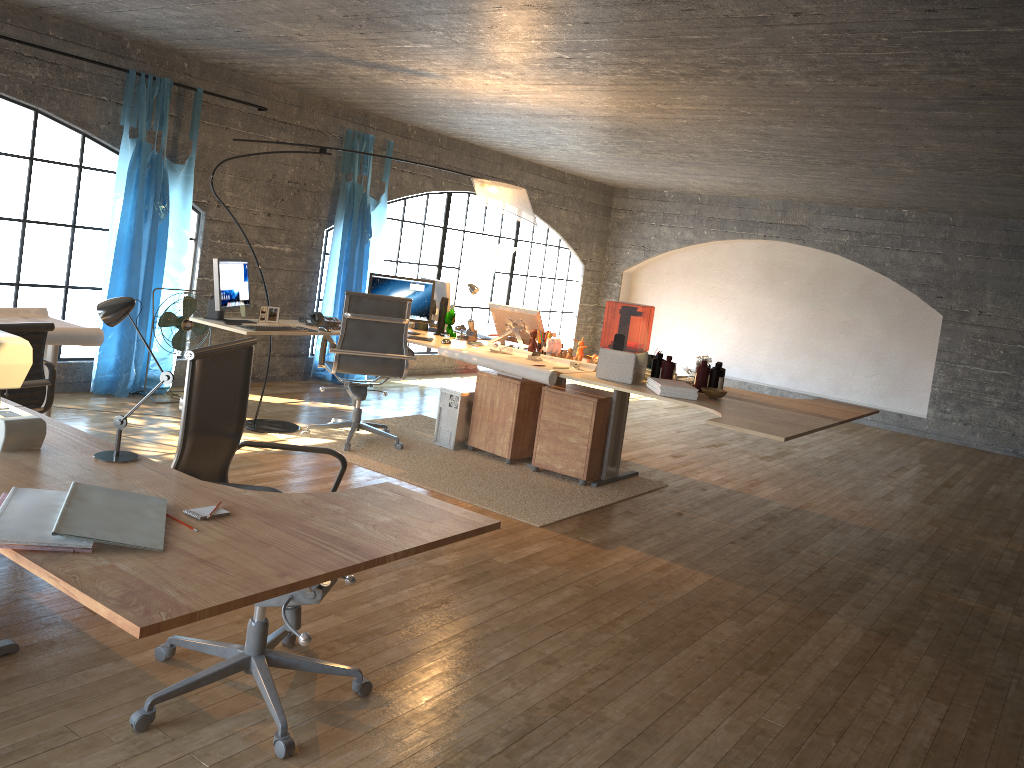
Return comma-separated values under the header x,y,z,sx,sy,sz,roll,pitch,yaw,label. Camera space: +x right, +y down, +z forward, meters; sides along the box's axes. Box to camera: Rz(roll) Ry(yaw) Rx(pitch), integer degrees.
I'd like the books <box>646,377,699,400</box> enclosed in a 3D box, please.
x,y,z,sx,sy,sz,roll,pitch,yaw,label
0.893,0.023,4.942,0.221,0.057,0.312,7,8,-5,books

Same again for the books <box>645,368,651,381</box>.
x,y,z,sx,sy,sz,roll,pitch,yaw,label
0.847,-0.062,5.475,0.231,0.069,0.178,15,10,42,books

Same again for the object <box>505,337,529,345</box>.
x,y,z,sx,sy,sz,roll,pitch,yaw,label
0.066,-0.234,6.980,0.298,0.240,0.371,6,7,-15,object

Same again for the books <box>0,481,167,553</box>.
x,y,z,sx,sy,sz,roll,pitch,yaw,label
-0.847,0.258,1.731,0.316,0.044,0.311,5,9,-21,books

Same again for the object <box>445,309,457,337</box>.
x,y,z,sx,sy,sz,roll,pitch,yaw,label
-0.449,-0.453,6.402,0.115,0.219,0.248,8,6,-6,object

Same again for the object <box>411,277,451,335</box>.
x,y,z,sx,sy,sz,roll,pitch,yaw,label
-0.583,-0.592,6.639,0.284,0.388,0.475,5,7,-31,object

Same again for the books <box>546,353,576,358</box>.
x,y,z,sx,sy,sz,roll,pitch,yaw,label
0.342,-0.204,6.165,0.216,0.012,0.331,11,9,20,books

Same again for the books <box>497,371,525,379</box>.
x,y,z,sx,sy,sz,roll,pitch,yaw,label
0.078,-0.109,6.083,0.222,0.109,0.309,13,9,35,books

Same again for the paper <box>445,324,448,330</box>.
x,y,z,sx,sy,sz,roll,pitch,yaw,label
-0.481,-0.432,6.536,0.019,0.074,0.079,6,6,-31,paper

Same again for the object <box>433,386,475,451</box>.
x,y,z,sx,sy,sz,roll,pitch,yaw,label
-0.297,0.236,6.255,0.202,0.409,0.479,11,7,39,object

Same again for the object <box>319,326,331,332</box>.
x,y,z,sx,sy,sz,roll,pitch,yaw,label
-1.199,-0.356,5.670,0.059,0.034,0.102,1,10,-45,object

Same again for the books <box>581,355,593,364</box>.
x,y,z,sx,sy,sz,roll,pitch,yaw,label
0.549,-0.159,5.909,0.290,0.054,0.263,6,8,-15,books

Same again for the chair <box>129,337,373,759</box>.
x,y,z,sx,sy,sz,roll,pitch,yaw,label
-0.701,0.407,2.604,0.685,1.010,0.657,8,4,3,chair

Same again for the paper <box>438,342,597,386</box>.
x,y,z,sx,sy,sz,roll,pitch,yaw,label
0.034,-0.138,5.557,0.859,0.113,0.581,13,10,34,paper

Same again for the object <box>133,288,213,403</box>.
x,y,z,sx,sy,sz,roll,pitch,yaw,label
-2.529,-0.317,6.582,0.586,0.798,0.489,12,6,39,object

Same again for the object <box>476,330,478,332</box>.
x,y,z,sx,sy,sz,roll,pitch,yaw,label
-0.267,-0.355,6.394,0.035,0.078,0.099,7,6,-9,object

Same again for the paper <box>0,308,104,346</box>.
x,y,z,sx,sy,sz,roll,pitch,yaw,label
-2.450,-0.270,4.088,0.587,0.113,0.851,13,10,34,paper

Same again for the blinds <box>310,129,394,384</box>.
x,y,z,sx,sy,sz,roll,pitch,yaw,label
-1.392,-1.088,8.174,0.263,2.406,0.855,11,4,42,blinds

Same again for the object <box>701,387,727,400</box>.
x,y,z,sx,sy,sz,roll,pitch,yaw,label
1.135,0.058,4.969,0.147,0.054,0.147,9,8,10,object

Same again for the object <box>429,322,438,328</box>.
x,y,z,sx,sy,sz,roll,pitch,yaw,label
-0.576,-0.465,6.936,0.134,0.056,0.156,2,10,-40,object

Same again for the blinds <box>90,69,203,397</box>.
x,y,z,sx,sy,sz,roll,pitch,yaw,label
-2.619,-1.063,6.403,0.259,2.285,0.666,10,4,29,blinds

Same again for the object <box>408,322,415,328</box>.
x,y,z,sx,sy,sz,roll,pitch,yaw,label
-0.751,-0.450,6.728,0.206,0.036,0.204,13,9,32,object

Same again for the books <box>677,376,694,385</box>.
x,y,z,sx,sy,sz,roll,pitch,yaw,label
1.064,-0.039,5.611,0.321,0.044,0.307,14,10,38,books

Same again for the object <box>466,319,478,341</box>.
x,y,z,sx,sy,sz,roll,pitch,yaw,label
-0.289,-0.387,6.311,0.083,0.158,0.084,10,4,23,object

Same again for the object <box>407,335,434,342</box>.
x,y,z,sx,sy,sz,roll,pitch,yaw,label
-0.782,-0.332,5.979,0.490,0.011,0.189,8,8,-1,object

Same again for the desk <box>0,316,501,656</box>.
x,y,z,sx,sy,sz,roll,pitch,yaw,label
-1.593,0.367,2.997,3.540,0.734,1.634,14,9,35,desk

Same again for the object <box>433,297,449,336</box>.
x,y,z,sx,sy,sz,roll,pitch,yaw,label
-0.511,-0.491,6.403,0.085,0.276,0.085,7,3,-10,object

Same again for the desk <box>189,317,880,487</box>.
x,y,z,sx,sy,sz,roll,pitch,yaw,label
0.312,0.230,5.768,3.500,0.734,3.258,13,10,34,desk

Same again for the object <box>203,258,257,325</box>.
x,y,z,sx,sy,sz,roll,pitch,yaw,label
-1.728,-0.578,5.444,0.286,0.388,0.473,8,6,4,object

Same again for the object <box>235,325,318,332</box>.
x,y,z,sx,sy,sz,roll,pitch,yaw,label
-1.438,-0.342,5.419,0.188,0.011,0.490,13,10,33,object

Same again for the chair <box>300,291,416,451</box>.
x,y,z,sx,sy,sz,roll,pitch,yaw,label
-1.028,-0.119,5.917,0.650,1.010,0.692,6,5,-22,chair

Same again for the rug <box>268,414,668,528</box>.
x,y,z,sx,sy,sz,roll,pitch,yaw,label
-0.300,0.497,5.871,2.220,0.005,1.600,13,10,34,rug

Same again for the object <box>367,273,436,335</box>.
x,y,z,sx,sy,sz,roll,pitch,yaw,label
-0.796,-0.566,6.259,0.468,0.388,0.288,6,5,-16,object

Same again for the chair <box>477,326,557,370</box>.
x,y,z,sx,sy,sz,roll,pitch,yaw,label
0.006,-0.019,6.762,0.683,0.854,0.659,7,5,-9,chair

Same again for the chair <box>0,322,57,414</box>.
x,y,z,sx,sy,sz,roll,pitch,yaw,label
-2.233,0.154,3.421,0.688,0.854,0.654,10,5,21,chair

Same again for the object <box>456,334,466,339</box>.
x,y,z,sx,sy,sz,roll,pitch,yaw,label
-0.363,-0.348,6.431,0.133,0.026,0.132,13,10,34,object

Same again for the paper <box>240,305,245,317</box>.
x,y,z,sx,sy,sz,roll,pitch,yaw,label
-1.689,-0.458,5.544,0.018,0.074,0.078,8,6,4,paper

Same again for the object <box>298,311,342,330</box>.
x,y,z,sx,sy,sz,roll,pitch,yaw,label
-1.275,-0.430,5.939,0.278,0.081,0.416,4,9,-24,object

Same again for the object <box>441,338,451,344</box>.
x,y,z,sx,sy,sz,roll,pitch,yaw,label
-0.442,-0.288,5.928,0.059,0.034,0.101,9,8,9,object
